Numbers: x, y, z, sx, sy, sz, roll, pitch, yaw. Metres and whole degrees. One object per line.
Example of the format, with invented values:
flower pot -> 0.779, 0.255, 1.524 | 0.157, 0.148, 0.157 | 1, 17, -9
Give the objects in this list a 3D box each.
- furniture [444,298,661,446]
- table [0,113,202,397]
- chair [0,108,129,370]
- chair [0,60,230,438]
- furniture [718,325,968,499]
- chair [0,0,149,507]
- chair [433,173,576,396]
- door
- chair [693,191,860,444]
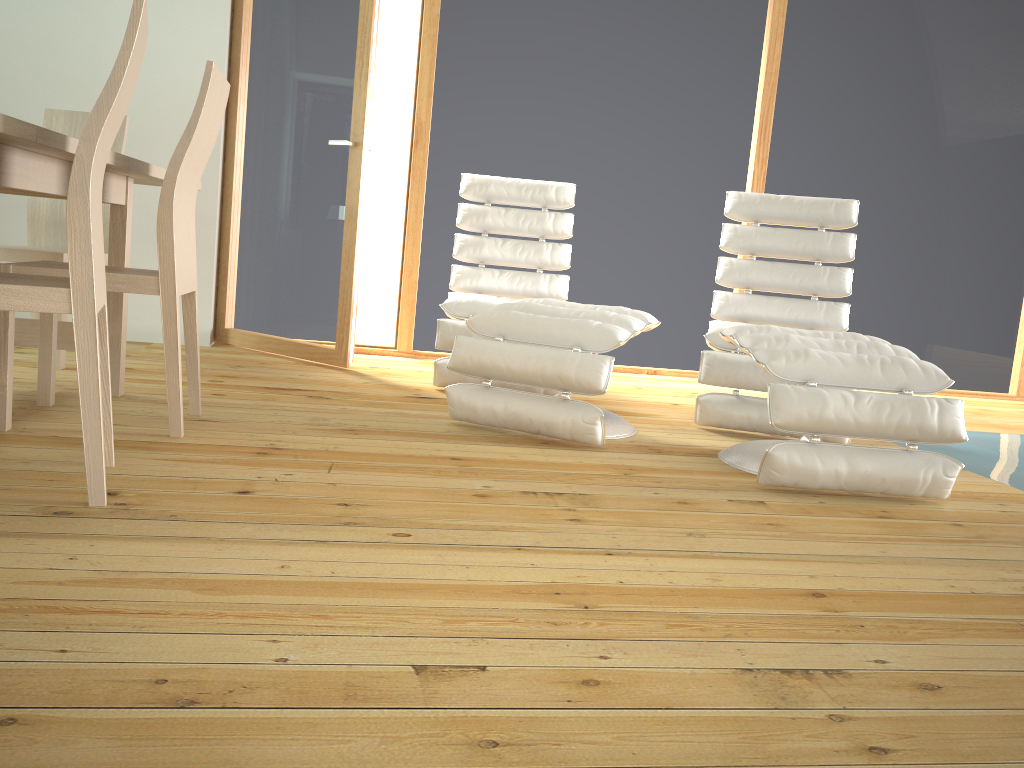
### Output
furniture -> 0.172, -0.070, 3.142 | 0.570, 0.438, 0.687 | 9, 8, 24
table -> -1.650, -0.255, 2.107 | 1.200, 0.753, 2.510 | 4, 8, -8
chair -> -1.847, -0.609, 3.545 | 0.404, 1.013, 0.508 | 6, 7, 2
chair -> -1.112, -0.393, 2.513 | 0.506, 1.014, 0.406 | 4, 7, -11
furniture -> 0.965, 0.060, 2.751 | 0.569, 0.438, 0.688 | 5, 8, -4
chair -> -1.045, -0.288, 1.819 | 0.506, 1.014, 0.406 | 3, 7, -22
chair -> -0.008, -0.481, 4.029 | 0.569, 0.965, 0.917 | 5, 7, -1
door -> -0.999, -1.338, 4.147 | 0.937, 2.410, 0.163 | 10, 8, 34
chair -> 1.100, -0.317, 3.611 | 0.570, 0.965, 0.916 | 7, 7, 14
